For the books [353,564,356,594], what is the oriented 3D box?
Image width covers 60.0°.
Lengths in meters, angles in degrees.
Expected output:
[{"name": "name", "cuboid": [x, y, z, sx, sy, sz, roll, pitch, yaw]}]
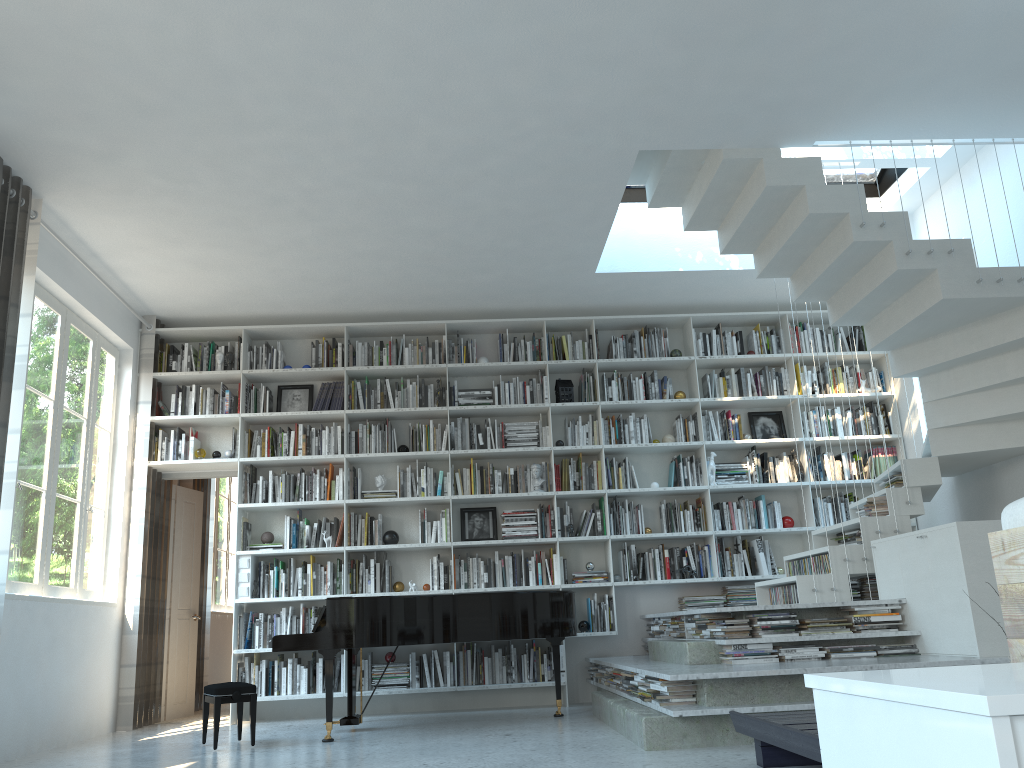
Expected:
[{"name": "books", "cuboid": [-1.248, 1.564, 7.079, 0.030, 0.238, 0.157, -2, -15, -3]}]

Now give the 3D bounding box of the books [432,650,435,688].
[{"name": "books", "cuboid": [-0.613, 2.221, 6.925, 0.012, 0.274, 0.180, -2, -15, -3]}]

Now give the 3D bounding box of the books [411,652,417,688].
[{"name": "books", "cuboid": [-0.765, 2.236, 6.936, 0.031, 0.265, 0.145, -2, -15, -3]}]

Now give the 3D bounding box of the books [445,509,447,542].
[{"name": "books", "cuboid": [-0.535, 1.168, 7.215, 0.011, 0.278, 0.188, -2, -15, -3]}]

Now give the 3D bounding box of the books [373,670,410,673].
[{"name": "books", "cuboid": [-0.943, 2.245, 6.924, 0.285, 0.005, 0.160, -2, -16, -2]}]

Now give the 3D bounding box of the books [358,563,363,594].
[{"name": "books", "cuboid": [-1.201, 1.559, 7.083, 0.042, 0.247, 0.163, -2, -15, -3]}]

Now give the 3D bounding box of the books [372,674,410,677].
[{"name": "books", "cuboid": [-0.939, 2.274, 6.917, 0.285, 0.007, 0.160, -2, -16, -2]}]

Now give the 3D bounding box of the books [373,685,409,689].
[{"name": "books", "cuboid": [-0.936, 2.351, 6.889, 0.254, 0.007, 0.161, -3, -16, 0]}]

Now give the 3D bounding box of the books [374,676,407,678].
[{"name": "books", "cuboid": [-0.939, 2.280, 6.915, 0.254, 0.007, 0.161, -2, -16, -2]}]

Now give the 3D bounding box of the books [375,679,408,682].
[{"name": "books", "cuboid": [-0.937, 2.305, 6.901, 0.254, 0.007, 0.161, -1, -16, -7]}]

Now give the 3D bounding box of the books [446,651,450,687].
[{"name": "books", "cuboid": [-0.496, 2.223, 6.926, 0.024, 0.259, 0.190, -2, -15, -3]}]

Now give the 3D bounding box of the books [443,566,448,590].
[{"name": "books", "cuboid": [-0.532, 1.569, 7.137, 0.031, 0.194, 0.142, -2, -15, -3]}]

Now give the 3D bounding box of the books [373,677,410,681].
[{"name": "books", "cuboid": [-0.937, 2.298, 6.903, 0.285, 0.007, 0.160, -1, -16, -7]}]

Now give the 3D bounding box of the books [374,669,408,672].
[{"name": "books", "cuboid": [-0.944, 2.235, 6.929, 0.254, 0.005, 0.161, -2, -16, -3]}]

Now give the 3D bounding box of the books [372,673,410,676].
[{"name": "books", "cuboid": [-0.939, 2.268, 6.921, 0.285, 0.007, 0.160, -2, -16, -3]}]

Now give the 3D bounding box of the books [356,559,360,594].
[{"name": "books", "cuboid": [-1.228, 1.545, 7.077, 0.012, 0.271, 0.182, -2, -15, -3]}]

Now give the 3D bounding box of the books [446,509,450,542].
[{"name": "books", "cuboid": [-0.519, 1.167, 7.219, 0.021, 0.281, 0.162, -2, -15, -3]}]

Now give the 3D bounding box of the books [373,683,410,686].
[{"name": "books", "cuboid": [-0.937, 2.331, 6.894, 0.285, 0.007, 0.160, -1, -16, -7]}]

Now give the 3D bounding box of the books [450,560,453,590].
[{"name": "books", "cuboid": [-0.485, 1.548, 7.159, 0.019, 0.241, 0.108, -2, -15, -3]}]

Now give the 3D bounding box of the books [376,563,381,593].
[{"name": "books", "cuboid": [-1.067, 1.561, 7.104, 0.029, 0.240, 0.136, -2, -15, -3]}]

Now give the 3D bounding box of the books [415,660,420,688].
[{"name": "books", "cuboid": [-0.732, 2.262, 6.918, 0.029, 0.201, 0.178, -2, -15, -3]}]

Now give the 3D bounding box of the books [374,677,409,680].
[{"name": "books", "cuboid": [-0.938, 2.293, 6.911, 0.254, 0.007, 0.161, -2, -16, -2]}]

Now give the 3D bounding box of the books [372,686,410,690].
[{"name": "books", "cuboid": [-0.937, 2.360, 6.896, 0.285, 0.007, 0.160, -2, -16, -3]}]

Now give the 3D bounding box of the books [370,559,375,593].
[{"name": "books", "cuboid": [-1.107, 1.544, 7.088, 0.027, 0.268, 0.185, -2, -15, -3]}]

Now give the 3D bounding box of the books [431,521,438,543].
[{"name": "books", "cuboid": [-0.630, 1.217, 7.206, 0.057, 0.188, 0.156, -2, -15, -3]}]

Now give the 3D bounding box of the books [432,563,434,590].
[{"name": "books", "cuboid": [-0.635, 1.556, 7.132, 0.015, 0.225, 0.148, -2, -15, -3]}]

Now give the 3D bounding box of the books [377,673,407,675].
[{"name": "books", "cuboid": [-0.943, 2.262, 6.922, 0.254, 0.005, 0.161, -2, -16, -3]}]

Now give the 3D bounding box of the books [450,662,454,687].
[{"name": "books", "cuboid": [-0.471, 2.266, 6.933, 0.024, 0.179, 0.172, -2, -15, -3]}]

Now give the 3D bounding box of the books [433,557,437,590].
[{"name": "books", "cuboid": [-0.614, 1.530, 7.122, 0.027, 0.268, 0.159, -2, -15, -3]}]

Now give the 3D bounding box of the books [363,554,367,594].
[{"name": "books", "cuboid": [-1.174, 1.526, 7.092, 0.014, 0.312, 0.166, -2, -15, -3]}]

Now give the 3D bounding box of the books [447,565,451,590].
[{"name": "books", "cuboid": [-0.504, 1.561, 7.127, 0.024, 0.200, 0.159, -2, -15, -3]}]

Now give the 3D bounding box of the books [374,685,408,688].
[{"name": "books", "cuboid": [-0.937, 2.347, 6.899, 0.254, 0.007, 0.161, -2, -16, -3]}]

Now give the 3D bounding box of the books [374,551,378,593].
[{"name": "books", "cuboid": [-1.090, 1.517, 7.123, 0.013, 0.338, 0.138, -2, -15, -3]}]

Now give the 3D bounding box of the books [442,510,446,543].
[{"name": "books", "cuboid": [-0.554, 1.175, 7.222, 0.027, 0.268, 0.179, -2, -15, -3]}]

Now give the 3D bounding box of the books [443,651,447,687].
[{"name": "books", "cuboid": [-0.522, 2.233, 6.954, 0.025, 0.258, 0.133, -2, -15, -3]}]

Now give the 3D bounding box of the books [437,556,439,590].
[{"name": "books", "cuboid": [-0.596, 1.529, 7.137, 0.010, 0.276, 0.156, -2, -15, -3]}]

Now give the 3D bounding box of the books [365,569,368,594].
[{"name": "books", "cuboid": [-1.153, 1.583, 7.083, 0.024, 0.195, 0.157, -2, -15, -3]}]

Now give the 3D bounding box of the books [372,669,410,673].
[{"name": "books", "cuboid": [-0.944, 2.240, 6.926, 0.285, 0.005, 0.160, -2, -16, -4]}]

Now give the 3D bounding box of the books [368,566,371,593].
[{"name": "books", "cuboid": [-1.130, 1.572, 7.083, 0.021, 0.214, 0.172, -2, -15, -3]}]

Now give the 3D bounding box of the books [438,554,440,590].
[{"name": "books", "cuboid": [-0.584, 1.521, 7.136, 0.014, 0.290, 0.132, -2, -15, -3]}]

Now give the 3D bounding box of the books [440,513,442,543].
[{"name": "books", "cuboid": [-0.573, 1.186, 7.211, 0.012, 0.244, 0.171, -2, -15, -3]}]

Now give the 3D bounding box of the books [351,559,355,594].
[{"name": "books", "cuboid": [-1.271, 1.545, 7.087, 0.013, 0.282, 0.147, -2, -15, -3]}]

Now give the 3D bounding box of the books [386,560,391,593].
[{"name": "books", "cuboid": [-0.989, 1.544, 7.094, 0.027, 0.260, 0.164, -2, -15, -3]}]

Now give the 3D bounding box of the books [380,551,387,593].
[{"name": "books", "cuboid": [-1.029, 1.514, 7.102, 0.050, 0.327, 0.167, -2, -15, -3]}]

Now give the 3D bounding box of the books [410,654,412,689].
[{"name": "books", "cuboid": [-0.785, 2.238, 6.918, 0.012, 0.253, 0.161, -2, -15, -3]}]

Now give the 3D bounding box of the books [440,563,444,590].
[{"name": "books", "cuboid": [-0.561, 1.552, 7.120, 0.029, 0.220, 0.153, -2, -15, -3]}]

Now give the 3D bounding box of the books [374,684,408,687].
[{"name": "books", "cuboid": [-0.937, 2.340, 6.899, 0.254, 0.007, 0.161, -2, -16, -2]}]

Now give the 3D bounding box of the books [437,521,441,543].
[{"name": "books", "cuboid": [-0.590, 1.217, 7.213, 0.024, 0.187, 0.173, -2, -15, -3]}]

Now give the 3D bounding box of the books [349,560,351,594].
[{"name": "books", "cuboid": [-1.284, 1.551, 7.094, 0.013, 0.275, 0.147, -2, -15, -3]}]

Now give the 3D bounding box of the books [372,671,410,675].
[{"name": "books", "cuboid": [-0.943, 2.255, 6.919, 0.285, 0.005, 0.160, -1, -16, -5]}]

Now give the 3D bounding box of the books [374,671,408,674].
[{"name": "books", "cuboid": [-0.943, 2.250, 6.922, 0.254, 0.005, 0.161, -2, -16, -4]}]

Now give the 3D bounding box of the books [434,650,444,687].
[{"name": "books", "cuboid": [-0.571, 2.223, 6.940, 0.073, 0.275, 0.181, -2, -15, -3]}]

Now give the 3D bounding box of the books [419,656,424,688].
[{"name": "books", "cuboid": [-0.705, 2.248, 6.935, 0.028, 0.237, 0.136, -2, -15, -3]}]

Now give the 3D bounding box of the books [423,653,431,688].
[{"name": "books", "cuboid": [-0.661, 2.236, 6.929, 0.062, 0.252, 0.178, -2, -15, -3]}]

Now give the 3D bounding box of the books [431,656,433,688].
[{"name": "books", "cuboid": [-0.624, 2.244, 6.926, 0.011, 0.231, 0.174, -2, -15, -3]}]

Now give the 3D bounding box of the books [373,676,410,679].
[{"name": "books", "cuboid": [-0.938, 2.284, 6.904, 0.285, 0.007, 0.160, 0, -16, -8]}]

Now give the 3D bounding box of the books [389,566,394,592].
[{"name": "books", "cuboid": [-0.964, 1.571, 7.103, 0.023, 0.211, 0.160, -2, -15, -3]}]

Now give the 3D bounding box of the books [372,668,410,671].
[{"name": "books", "cuboid": [-0.944, 2.228, 6.921, 0.285, 0.005, 0.160, -1, -16, -7]}]

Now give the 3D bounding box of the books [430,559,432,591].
[{"name": "books", "cuboid": [-0.648, 1.541, 7.127, 0.012, 0.253, 0.161, -2, -15, -3]}]
